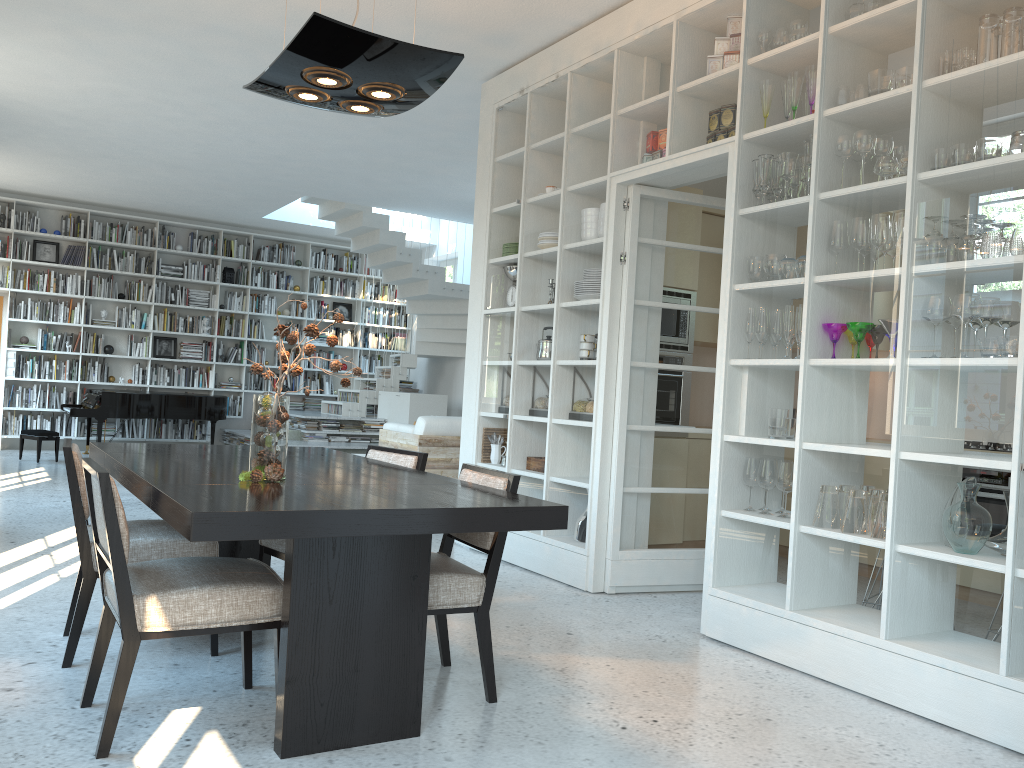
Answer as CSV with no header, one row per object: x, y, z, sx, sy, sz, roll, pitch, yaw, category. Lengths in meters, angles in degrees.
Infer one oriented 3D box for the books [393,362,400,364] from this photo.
-1.564,-0.292,12.521,0.191,0.014,0.243,4,-1,-18,books

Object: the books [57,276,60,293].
-5.853,-1.272,11.434,0.013,0.232,0.171,3,0,-31,books

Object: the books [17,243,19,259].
-6.228,-1.656,11.175,0.004,0.214,0.186,3,0,-31,books

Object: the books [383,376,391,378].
-1.660,-0.090,12.234,0.215,0.013,0.189,3,-1,1,books

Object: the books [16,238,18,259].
-6.251,-1.695,11.190,0.006,0.289,0.144,3,0,-31,books

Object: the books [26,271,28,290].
-6.155,-1.303,11.251,0.014,0.252,0.187,3,0,-31,books

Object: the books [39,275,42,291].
-6.027,-1.276,11.327,0.031,0.217,0.173,3,0,-31,books

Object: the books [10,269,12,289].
-6.312,-1.314,11.172,0.012,0.254,0.161,3,0,-31,books

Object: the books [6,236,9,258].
-6.336,-1.703,11.135,0.014,0.294,0.172,3,0,-31,books

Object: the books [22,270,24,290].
-6.194,-1.310,11.234,0.010,0.263,0.150,3,0,-31,books

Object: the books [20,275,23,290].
-6.203,-1.277,11.210,0.026,0.195,0.175,3,0,-31,books

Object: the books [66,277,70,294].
-5.756,-1.265,11.487,0.030,0.230,0.172,3,0,-31,books

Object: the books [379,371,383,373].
-1.790,-0.167,12.748,0.149,0.017,0.239,4,-1,-33,books

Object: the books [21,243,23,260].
-6.193,-1.656,11.204,0.018,0.218,0.186,3,0,-31,books

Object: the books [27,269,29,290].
-6.142,-1.316,11.262,0.020,0.281,0.164,3,0,-31,books

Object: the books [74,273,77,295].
-5.681,-1.290,11.523,0.012,0.291,0.182,3,0,-31,books

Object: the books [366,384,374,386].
-1.975,0.015,12.663,0.140,0.022,0.181,4,-1,-38,books

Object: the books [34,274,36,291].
-6.086,-1.287,11.310,0.012,0.230,0.149,3,0,-31,books

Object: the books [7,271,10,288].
-6.313,-1.300,11.123,0.021,0.224,0.231,3,0,-31,books

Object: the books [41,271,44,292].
-6.009,-1.303,11.343,0.014,0.272,0.180,3,0,-31,books

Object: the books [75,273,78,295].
-5.673,-1.289,11.542,0.022,0.289,0.169,3,0,-31,books

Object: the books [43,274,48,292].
-5.987,-1.284,11.362,0.047,0.238,0.162,3,0,-31,books

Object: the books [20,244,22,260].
-6.224,-1.655,11.227,0.012,0.214,0.132,3,0,-31,books

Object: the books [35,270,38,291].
-6.072,-1.309,11.313,0.012,0.277,0.150,3,0,-31,books

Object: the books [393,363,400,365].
-1.564,-0.278,12.521,0.182,0.013,0.287,4,-1,-17,books

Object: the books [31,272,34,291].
-6.108,-1.298,11.291,0.047,0.249,0.134,3,0,-31,books

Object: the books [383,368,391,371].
-1.654,-0.194,12.228,0.234,0.025,0.157,3,-1,6,books

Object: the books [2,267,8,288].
-6.374,-1.325,11.145,0.044,0.269,0.133,3,0,-31,books

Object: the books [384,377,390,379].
-1.661,-0.077,12.240,0.206,0.012,0.183,3,-1,-4,books

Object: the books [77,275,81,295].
-5.648,-1.274,11.555,0.035,0.264,0.177,3,0,-31,books

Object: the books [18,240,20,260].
-6.229,-1.679,11.190,0.009,0.260,0.184,3,0,-31,books

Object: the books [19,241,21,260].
-6.209,-1.671,11.188,0.004,0.246,0.189,3,0,-31,books

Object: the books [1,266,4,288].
-6.387,-1.335,11.112,0.012,0.285,0.159,3,0,-31,books

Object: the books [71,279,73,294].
-5.725,-1.251,11.521,0.013,0.206,0.172,3,0,-31,books

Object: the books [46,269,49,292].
-5.960,-1.315,11.381,0.014,0.304,0.151,3,0,-31,books

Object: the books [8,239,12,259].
-6.323,-1.689,11.162,0.037,0.268,0.113,3,0,-31,books

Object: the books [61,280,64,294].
-5.822,-1.247,11.468,0.022,0.186,0.136,3,0,-31,books

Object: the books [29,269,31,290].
-6.123,-1.313,11.261,0.011,0.277,0.164,3,0,-31,books

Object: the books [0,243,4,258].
-6.397,-1.658,11.114,0.029,0.196,0.146,3,0,-31,books

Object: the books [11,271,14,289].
-6.294,-1.302,11.174,0.022,0.232,0.151,3,0,-31,books

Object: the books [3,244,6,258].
-6.366,-1.652,11.116,0.026,0.188,0.154,3,0,-31,books

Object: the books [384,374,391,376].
-1.659,-0.122,12.218,0.214,0.014,0.138,3,-1,-4,books

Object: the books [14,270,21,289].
-6.251,-1.312,11.208,0.062,0.258,0.153,3,0,-31,books

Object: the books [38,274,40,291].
-6.049,-1.284,11.322,0.011,0.229,0.170,3,0,-31,books

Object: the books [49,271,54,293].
-5.910,-1.303,11.384,0.030,0.286,0.185,3,0,-31,books

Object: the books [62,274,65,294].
-5.804,-1.283,11.484,0.035,0.260,0.131,3,0,-31,books

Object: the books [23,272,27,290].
-6.175,-1.293,11.240,0.030,0.230,0.172,3,0,-31,books

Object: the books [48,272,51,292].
-5.936,-1.297,11.374,0.023,0.271,0.187,3,0,-31,books

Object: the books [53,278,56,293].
-5.886,-1.256,11.396,0.029,0.195,0.192,3,0,-31,books

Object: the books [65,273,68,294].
-5.775,-1.291,11.480,0.012,0.281,0.188,3,0,-31,books

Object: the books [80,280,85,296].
-5.605,-1.241,11.552,0.039,0.202,0.236,3,0,-31,books

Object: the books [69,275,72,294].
-5.732,-1.280,11.501,0.022,0.263,0.174,3,0,-31,books

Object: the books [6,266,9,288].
-6.343,-1.332,11.146,0.010,0.286,0.137,3,0,-31,books

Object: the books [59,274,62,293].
-5.842,-1.286,11.456,0.029,0.261,0.157,3,0,-31,books

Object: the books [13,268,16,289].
-6.274,-1.316,11.175,0.012,0.263,0.180,3,0,-31,books

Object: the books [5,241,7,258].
-6.356,-1.675,11.138,0.014,0.236,0.143,3,0,-31,books

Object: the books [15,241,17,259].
-6.261,-1.670,11.182,0.005,0.238,0.154,3,0,-31,books

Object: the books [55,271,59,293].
-5.874,-1.300,11.433,0.025,0.286,0.161,3,0,-31,books

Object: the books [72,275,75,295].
-5.712,-1.279,11.538,0.024,0.266,0.155,3,0,-31,books

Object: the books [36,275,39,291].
-6.056,-1.279,11.310,0.014,0.218,0.164,3,0,-31,books
